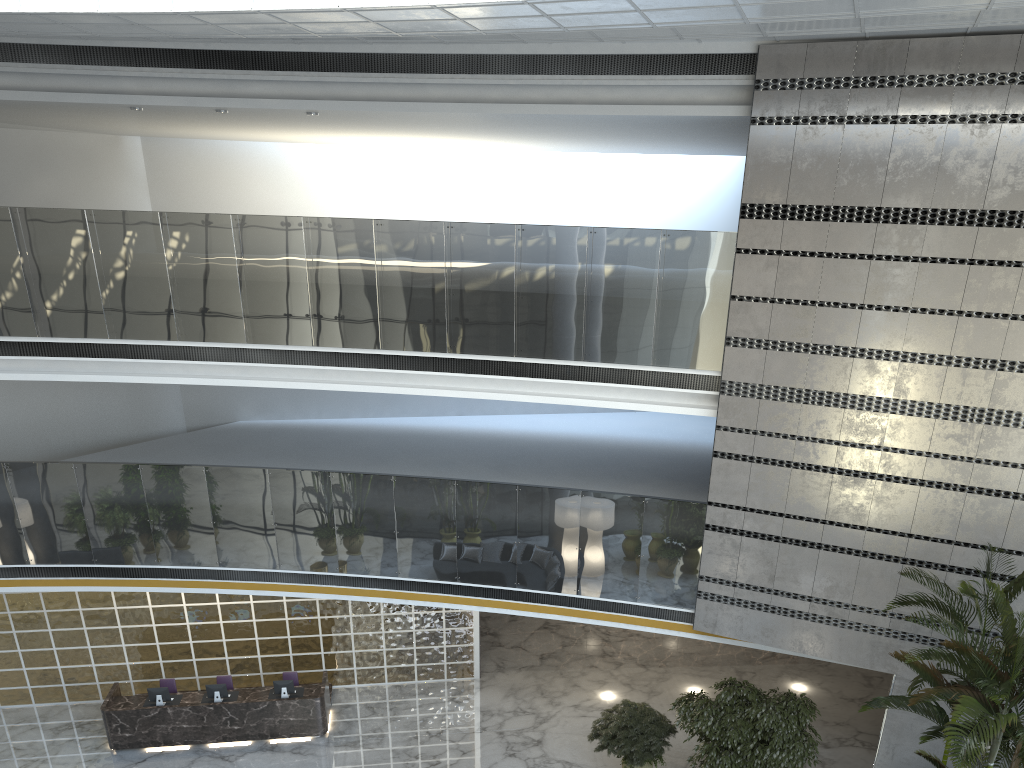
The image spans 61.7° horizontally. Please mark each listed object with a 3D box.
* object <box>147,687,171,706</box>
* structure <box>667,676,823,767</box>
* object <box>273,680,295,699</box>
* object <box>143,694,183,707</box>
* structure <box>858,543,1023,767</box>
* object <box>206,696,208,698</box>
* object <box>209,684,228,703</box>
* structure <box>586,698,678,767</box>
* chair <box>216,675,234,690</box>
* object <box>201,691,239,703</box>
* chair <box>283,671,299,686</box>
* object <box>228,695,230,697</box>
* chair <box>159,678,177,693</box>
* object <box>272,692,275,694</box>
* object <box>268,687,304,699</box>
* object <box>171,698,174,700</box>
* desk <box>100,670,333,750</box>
[{"bbox_3d":[-5.192,4.592,12.607,0.293,0.325,0.102,-2,22,-9],"label":"object"},{"bbox_3d":[3.079,4.881,11.405,1.629,2.181,1.840,-10,21,-29],"label":"structure"},{"bbox_3d":[-3.434,4.590,12.907,0.293,0.325,0.102,-2,22,-9],"label":"object"},{"bbox_3d":[-5.194,4.731,12.733,0.514,0.005,0.376,0,12,-9],"label":"object"},{"bbox_3d":[4.716,3.982,8.835,2.308,5.138,2.420,15,25,32],"label":"structure"},{"bbox_3d":[-4.587,4.706,12.895,0.036,0.019,0.058,0,13,-8],"label":"object"},{"bbox_3d":[-4.387,4.591,12.744,0.293,0.325,0.102,-2,22,-9],"label":"object"},{"bbox_3d":[1.722,5.061,12.061,1.091,1.467,1.169,17,24,38],"label":"structure"},{"bbox_3d":[-4.432,4.832,13.226,0.258,0.646,0.309,-3,21,-8],"label":"chair"},{"bbox_3d":[-4.389,4.730,12.871,0.514,0.005,0.376,0,12,-9],"label":"object"},{"bbox_3d":[-3.457,4.831,13.393,0.258,0.646,0.309,-3,21,-8],"label":"chair"},{"bbox_3d":[-4.391,4.710,12.927,0.266,0.011,0.065,0,12,-10],"label":"object"},{"bbox_3d":[-5.254,4.834,13.086,0.258,0.646,0.309,-3,21,-8],"label":"chair"},{"bbox_3d":[-3.634,4.704,13.058,0.036,0.019,0.058,0,13,-8],"label":"object"},{"bbox_3d":[-3.436,4.729,13.033,0.514,0.005,0.376,0,12,-9],"label":"object"},{"bbox_3d":[-5.196,4.711,12.789,0.266,0.011,0.065,0,12,-10],"label":"object"},{"bbox_3d":[-4.489,4.924,13.422,3.174,0.784,1.442,0,14,-9],"label":"desk"}]
